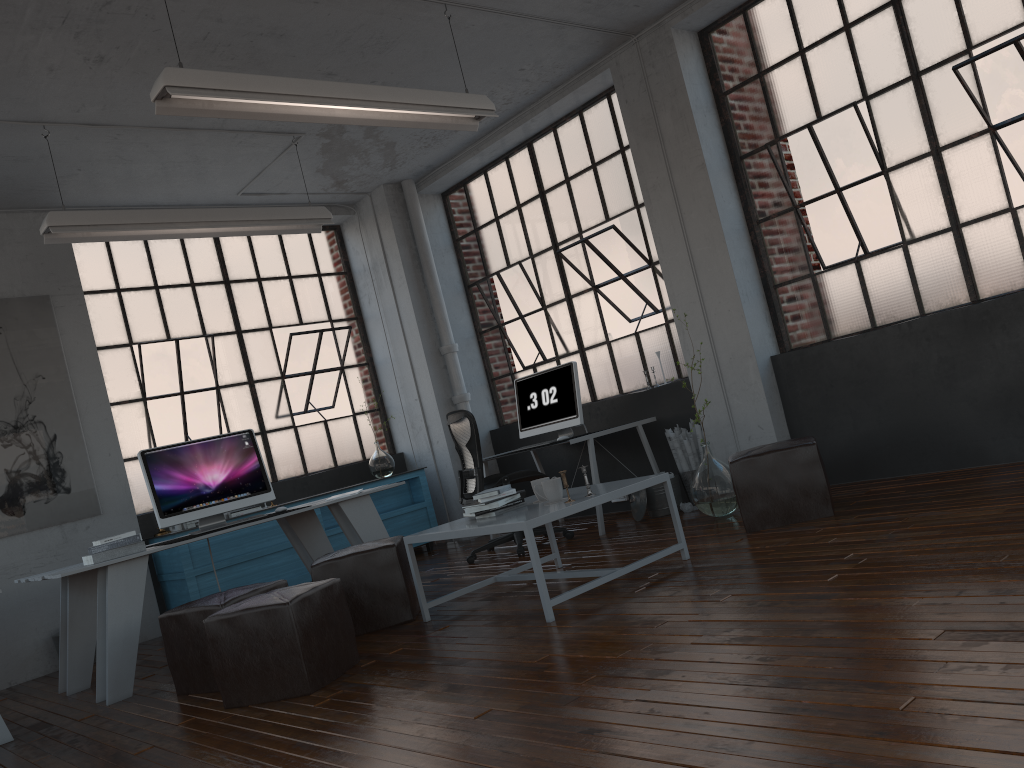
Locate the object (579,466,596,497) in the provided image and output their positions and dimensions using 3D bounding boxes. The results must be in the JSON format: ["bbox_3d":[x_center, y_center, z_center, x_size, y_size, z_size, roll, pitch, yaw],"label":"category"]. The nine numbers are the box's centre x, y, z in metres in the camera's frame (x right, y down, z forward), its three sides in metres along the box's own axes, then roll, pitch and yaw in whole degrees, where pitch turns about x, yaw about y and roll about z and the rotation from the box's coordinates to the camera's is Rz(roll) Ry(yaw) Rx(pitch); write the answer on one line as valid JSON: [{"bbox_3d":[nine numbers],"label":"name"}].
[{"bbox_3d":[0.358,0.462,4.251,0.055,0.153,0.055,-15,-2,25],"label":"object"}]

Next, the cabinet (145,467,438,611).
[{"bbox_3d":[-1.686,1.310,7.262,2.256,0.732,0.629,-12,-3,-41],"label":"cabinet"}]

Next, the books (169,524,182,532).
[{"bbox_3d":[-2.587,1.004,6.757,0.032,0.239,0.173,-13,-2,-41],"label":"books"}]

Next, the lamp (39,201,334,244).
[{"bbox_3d":[-2.018,-1.072,5.719,1.872,0.205,0.203,-11,-3,-41],"label":"lamp"}]

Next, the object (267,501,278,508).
[{"bbox_3d":[-1.944,0.949,7.166,0.088,0.084,0.089,-12,-3,-37],"label":"object"}]

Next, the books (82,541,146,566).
[{"bbox_3d":[-2.136,0.910,4.758,0.271,0.050,0.201,-11,-4,-41],"label":"books"}]

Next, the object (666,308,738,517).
[{"bbox_3d":[1.169,0.158,5.421,0.330,1.339,0.619,-14,-2,-5],"label":"object"}]

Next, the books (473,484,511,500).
[{"bbox_3d":[-0.102,0.551,4.515,0.141,0.026,0.201,-15,-3,19],"label":"books"}]

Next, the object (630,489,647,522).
[{"bbox_3d":[0.890,0.835,6.301,0.107,0.280,0.294,-14,-2,-16],"label":"object"}]

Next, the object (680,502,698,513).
[{"bbox_3d":[1.226,0.859,6.151,0.125,0.107,0.095,-14,-2,0],"label":"object"}]

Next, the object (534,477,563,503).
[{"bbox_3d":[0.192,0.528,4.362,0.129,0.109,0.101,-13,-3,-33],"label":"object"}]

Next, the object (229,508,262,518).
[{"bbox_3d":[-2.089,1.005,6.869,0.252,0.014,0.188,-11,-4,-41],"label":"object"}]

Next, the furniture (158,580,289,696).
[{"bbox_3d":[-1.360,1.229,4.320,0.481,0.439,0.479,-15,-3,27],"label":"furniture"}]

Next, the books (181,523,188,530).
[{"bbox_3d":[-2.550,0.996,6.776,0.053,0.240,0.173,-13,-2,-41],"label":"books"}]

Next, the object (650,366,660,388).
[{"bbox_3d":[1.089,-0.053,6.757,0.066,0.160,0.066,-14,-2,-10],"label":"object"}]

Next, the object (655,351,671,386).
[{"bbox_3d":[1.130,-0.120,6.691,0.084,0.256,0.084,-13,-2,-19],"label":"object"}]

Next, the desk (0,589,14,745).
[{"bbox_3d":[-3.411,1.562,3.891,2.050,0.697,1.068,-12,-4,-41],"label":"desk"}]

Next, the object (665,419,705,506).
[{"bbox_3d":[1.311,0.553,6.346,0.293,0.627,0.274,-14,-2,1],"label":"object"}]

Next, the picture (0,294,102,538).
[{"bbox_3d":[-3.486,0.209,6.173,0.850,1.649,0.026,-12,-2,-41],"label":"picture"}]

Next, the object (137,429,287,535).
[{"bbox_3d":[-1.779,0.582,5.297,0.712,0.552,0.378,-12,-3,-40],"label":"object"}]

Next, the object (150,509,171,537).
[{"bbox_3d":[-2.682,1.034,6.743,0.132,0.236,0.132,-15,-2,15],"label":"object"}]

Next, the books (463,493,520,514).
[{"bbox_3d":[-0.100,0.611,4.545,0.201,0.031,0.271,-15,-3,24],"label":"books"}]

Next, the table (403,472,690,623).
[{"bbox_3d":[0.167,0.829,4.493,0.988,0.444,0.976,-12,-4,-41],"label":"table"}]

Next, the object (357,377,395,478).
[{"bbox_3d":[-1.163,0.354,7.864,0.435,0.939,0.231,-15,-2,30],"label":"object"}]

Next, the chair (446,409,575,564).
[{"bbox_3d":[-0.090,0.675,6.447,0.790,1.085,0.773,-13,-3,-37],"label":"chair"}]

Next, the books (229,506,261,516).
[{"bbox_3d":[-2.096,0.993,6.867,0.247,0.014,0.188,-11,-4,-43],"label":"books"}]

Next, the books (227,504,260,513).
[{"bbox_3d":[-2.180,1.005,7.078,0.284,0.012,0.160,-11,-4,-41],"label":"books"}]

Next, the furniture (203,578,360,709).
[{"bbox_3d":[-0.987,1.114,3.843,0.472,0.430,0.470,-15,-2,17],"label":"furniture"}]

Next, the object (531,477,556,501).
[{"bbox_3d":[0.171,0.549,4.643,0.129,0.109,0.101,-13,-3,-33],"label":"object"}]

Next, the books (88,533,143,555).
[{"bbox_3d":[-2.123,0.857,4.751,0.257,0.044,0.193,-13,-3,-21],"label":"books"}]

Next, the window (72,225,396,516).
[{"bbox_3d":[-2.320,-0.232,7.704,2.583,2.389,0.672,-12,-3,-41],"label":"window"}]

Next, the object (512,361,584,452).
[{"bbox_3d":[0.225,0.180,6.755,0.376,0.552,0.717,-12,-3,-40],"label":"object"}]

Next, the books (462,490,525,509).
[{"bbox_3d":[-0.095,0.591,4.549,0.274,0.014,0.200,-11,-4,-41],"label":"books"}]

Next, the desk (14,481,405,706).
[{"bbox_3d":[-1.706,1.222,5.418,2.071,0.704,1.079,-12,-4,-41],"label":"desk"}]

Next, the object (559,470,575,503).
[{"bbox_3d":[0.258,0.486,4.203,0.052,0.148,0.053,-14,-2,-1],"label":"object"}]

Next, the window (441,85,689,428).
[{"bbox_3d":[0.419,-0.935,7.393,0.667,2.389,2.601,-13,-3,-41],"label":"window"}]

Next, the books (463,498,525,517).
[{"bbox_3d":[-0.096,0.634,4.544,0.273,0.025,0.211,-13,-3,-21],"label":"books"}]

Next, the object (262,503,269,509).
[{"bbox_3d":[-2.056,0.896,7.305,0.084,0.256,0.084,-15,-2,26],"label":"object"}]

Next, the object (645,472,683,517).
[{"bbox_3d":[1.072,0.781,6.356,0.291,0.293,0.290,-14,-2,6],"label":"object"}]

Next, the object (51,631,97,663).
[{"bbox_3d":[-2.967,1.768,6.056,0.292,0.307,0.293,-14,-2,-13],"label":"object"}]

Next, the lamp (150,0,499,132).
[{"bbox_3d":[-0.892,-1.636,4.413,1.872,0.628,0.203,-12,-3,-41],"label":"lamp"}]

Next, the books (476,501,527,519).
[{"bbox_3d":[-0.058,0.648,4.556,0.217,0.028,0.172,-11,-4,-41],"label":"books"}]

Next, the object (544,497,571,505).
[{"bbox_3d":[0.223,0.577,4.373,0.137,0.003,0.138,-13,-3,-20],"label":"object"}]

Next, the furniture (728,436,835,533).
[{"bbox_3d":[1.491,0.557,4.922,0.504,0.460,0.503,-15,-2,16],"label":"furniture"}]

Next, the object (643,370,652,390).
[{"bbox_3d":[1.031,-0.035,6.768,0.055,0.153,0.055,-14,-2,8],"label":"object"}]

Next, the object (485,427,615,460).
[{"bbox_3d":[0.290,0.455,6.747,0.685,0.008,0.851,-12,-4,-40],"label":"object"}]

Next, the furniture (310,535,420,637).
[{"bbox_3d":[-0.789,1.104,4.836,0.502,0.460,0.504,-14,-2,-3],"label":"furniture"}]

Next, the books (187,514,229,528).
[{"bbox_3d":[-2.295,1.038,6.692,0.258,0.032,0.192,-12,-4,-39],"label":"books"}]

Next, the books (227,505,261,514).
[{"bbox_3d":[-2.102,0.981,6.874,0.250,0.012,0.203,-12,-4,-40],"label":"books"}]

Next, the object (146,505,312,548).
[{"bbox_3d":[-1.709,0.856,5.286,0.846,0.008,0.690,-12,-4,-40],"label":"object"}]

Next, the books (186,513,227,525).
[{"bbox_3d":[-2.303,1.011,6.683,0.241,0.023,0.192,-11,-4,-43],"label":"books"}]

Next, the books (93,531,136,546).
[{"bbox_3d":[-2.139,0.830,4.764,0.184,0.030,0.153,-11,-4,-41],"label":"books"}]

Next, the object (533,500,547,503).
[{"bbox_3d":[0.176,0.603,4.634,0.137,0.003,0.138,-13,-3,-20],"label":"object"}]

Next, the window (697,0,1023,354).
[{"bbox_3d":[2.371,-1.550,5.077,0.667,2.389,2.601,-13,-3,-41],"label":"window"}]

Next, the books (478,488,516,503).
[{"bbox_3d":[-0.079,0.570,4.527,0.184,0.026,0.125,-13,-3,-11],"label":"books"}]

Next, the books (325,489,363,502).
[{"bbox_3d":[-1.060,0.704,5.615,0.205,0.019,0.244,-14,-3,-1],"label":"books"}]

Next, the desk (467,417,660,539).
[{"bbox_3d":[0.428,0.769,6.786,0.930,0.688,1.231,-12,-3,-41],"label":"desk"}]
